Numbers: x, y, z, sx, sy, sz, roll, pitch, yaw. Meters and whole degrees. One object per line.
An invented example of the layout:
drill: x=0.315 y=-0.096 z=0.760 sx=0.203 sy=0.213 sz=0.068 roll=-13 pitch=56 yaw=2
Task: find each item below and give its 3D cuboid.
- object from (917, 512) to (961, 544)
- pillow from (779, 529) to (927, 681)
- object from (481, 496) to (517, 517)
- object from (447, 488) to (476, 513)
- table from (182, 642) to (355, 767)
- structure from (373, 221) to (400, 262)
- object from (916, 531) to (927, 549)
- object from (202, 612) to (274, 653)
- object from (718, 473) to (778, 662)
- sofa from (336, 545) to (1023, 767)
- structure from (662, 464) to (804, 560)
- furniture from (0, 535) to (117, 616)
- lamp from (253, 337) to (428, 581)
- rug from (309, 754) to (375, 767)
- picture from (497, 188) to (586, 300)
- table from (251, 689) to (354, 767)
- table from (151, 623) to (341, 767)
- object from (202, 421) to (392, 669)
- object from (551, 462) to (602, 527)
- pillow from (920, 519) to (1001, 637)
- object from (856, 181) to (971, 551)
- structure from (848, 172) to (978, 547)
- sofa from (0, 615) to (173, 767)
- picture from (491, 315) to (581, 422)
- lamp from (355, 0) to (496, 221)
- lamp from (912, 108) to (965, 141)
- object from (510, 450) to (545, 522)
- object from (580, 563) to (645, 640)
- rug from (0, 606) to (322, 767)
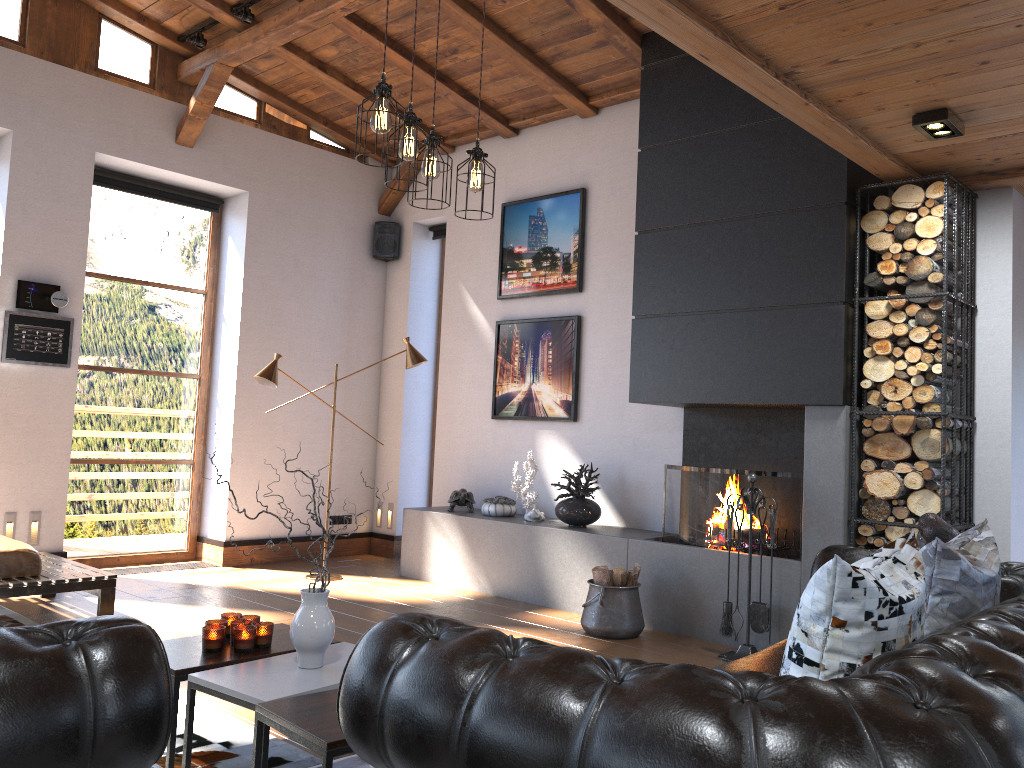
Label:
object: x=1.800 y=0.694 z=3.646 sx=0.249 sy=0.319 sz=0.149 roll=3 pitch=-4 yaw=-7
pillow: x=0.832 y=0.596 z=2.156 sx=0.534 sy=0.469 sz=0.280 roll=6 pitch=-5 yaw=-45
object: x=-0.101 y=0.940 z=6.843 sx=0.277 sy=0.161 sz=0.262 roll=-1 pitch=-5 yaw=45
object: x=-0.403 y=0.929 z=7.093 sx=0.227 sy=0.183 sz=0.404 roll=3 pitch=-3 yaw=-3
table: x=-0.681 y=1.122 z=2.947 sx=0.395 sy=0.350 sz=0.657 roll=0 pitch=-4 yaw=37
structure: x=-1.175 y=-1.338 z=8.314 sx=0.211 sy=0.350 sz=0.216 roll=-1 pitch=-5 yaw=42
object: x=2.003 y=1.124 z=4.475 sx=0.265 sy=0.796 sz=0.266 roll=1 pitch=-4 yaw=26
object: x=-0.996 y=0.909 z=3.248 sx=0.247 sy=0.081 sz=0.301 roll=3 pitch=-3 yaw=-9
object: x=1.304 y=0.997 z=4.858 sx=0.308 sy=1.019 sz=0.307 roll=3 pitch=-4 yaw=-2
sofa: x=0.915 y=0.920 z=2.313 sx=1.224 sy=0.839 sz=2.594 roll=-1 pitch=-5 yaw=42
structure: x=1.291 y=0.774 z=5.408 sx=0.970 sy=0.515 sz=0.185 roll=-1 pitch=-5 yaw=42
furniture: x=-3.649 y=1.040 z=4.480 sx=1.161 sy=0.437 sz=2.790 roll=0 pitch=-4 yaw=42
lamp: x=-1.375 y=0.545 z=6.818 sx=1.334 sy=1.901 sz=0.522 roll=5 pitch=-4 yaw=-27
rug: x=0.192 y=1.275 z=2.198 sx=2.402 sy=0.053 sz=4.089 roll=0 pitch=-4 yaw=43
picture: x=0.224 y=-1.109 z=7.124 sx=0.869 sy=0.817 sz=0.036 roll=-1 pitch=-5 yaw=42
table: x=-0.372 y=1.117 z=2.618 sx=0.657 sy=0.350 sz=0.395 roll=6 pitch=-5 yaw=-42
table: x=-1.019 y=1.122 z=3.220 sx=0.395 sy=0.350 sz=0.657 roll=-1 pitch=-5 yaw=42
object: x=-0.701 y=0.543 z=2.996 sx=0.626 sy=0.809 sz=0.401 roll=5 pitch=-5 yaw=-36
object: x=0.474 y=0.782 z=6.305 sx=0.336 sy=0.455 sz=0.338 roll=4 pitch=-4 yaw=-22
pillow: x=1.295 y=0.645 z=2.662 sx=0.534 sy=0.469 sz=0.280 roll=6 pitch=-5 yaw=-45
object: x=2.190 y=0.237 z=4.844 sx=0.488 sy=2.614 sz=0.471 roll=-1 pitch=-5 yaw=42
structure: x=2.189 y=0.230 z=4.833 sx=0.496 sy=2.620 sz=0.517 roll=-1 pitch=-5 yaw=42
sofa: x=-1.950 y=0.774 z=2.005 sx=2.535 sy=0.839 sz=1.253 roll=0 pitch=-5 yaw=42
picture: x=0.178 y=-0.117 z=7.053 sx=0.869 sy=0.817 sz=0.036 roll=-1 pitch=-5 yaw=42
lamp: x=-0.326 y=-1.866 z=3.770 sx=0.259 sy=2.204 sz=0.811 roll=0 pitch=-5 yaw=34
lamp: x=1.948 y=-1.189 z=4.046 sx=0.153 sy=0.068 sz=0.264 roll=-1 pitch=-5 yaw=42
object: x=0.113 y=0.753 z=6.548 sx=0.258 sy=0.533 sz=0.428 roll=2 pitch=-4 yaw=11
object: x=0.610 y=1.292 z=5.332 sx=0.387 sy=0.431 sz=0.380 roll=4 pitch=-4 yaw=-21
rug: x=-2.846 y=1.210 z=3.457 sx=3.762 sy=0.053 sz=2.459 roll=0 pitch=-4 yaw=43
